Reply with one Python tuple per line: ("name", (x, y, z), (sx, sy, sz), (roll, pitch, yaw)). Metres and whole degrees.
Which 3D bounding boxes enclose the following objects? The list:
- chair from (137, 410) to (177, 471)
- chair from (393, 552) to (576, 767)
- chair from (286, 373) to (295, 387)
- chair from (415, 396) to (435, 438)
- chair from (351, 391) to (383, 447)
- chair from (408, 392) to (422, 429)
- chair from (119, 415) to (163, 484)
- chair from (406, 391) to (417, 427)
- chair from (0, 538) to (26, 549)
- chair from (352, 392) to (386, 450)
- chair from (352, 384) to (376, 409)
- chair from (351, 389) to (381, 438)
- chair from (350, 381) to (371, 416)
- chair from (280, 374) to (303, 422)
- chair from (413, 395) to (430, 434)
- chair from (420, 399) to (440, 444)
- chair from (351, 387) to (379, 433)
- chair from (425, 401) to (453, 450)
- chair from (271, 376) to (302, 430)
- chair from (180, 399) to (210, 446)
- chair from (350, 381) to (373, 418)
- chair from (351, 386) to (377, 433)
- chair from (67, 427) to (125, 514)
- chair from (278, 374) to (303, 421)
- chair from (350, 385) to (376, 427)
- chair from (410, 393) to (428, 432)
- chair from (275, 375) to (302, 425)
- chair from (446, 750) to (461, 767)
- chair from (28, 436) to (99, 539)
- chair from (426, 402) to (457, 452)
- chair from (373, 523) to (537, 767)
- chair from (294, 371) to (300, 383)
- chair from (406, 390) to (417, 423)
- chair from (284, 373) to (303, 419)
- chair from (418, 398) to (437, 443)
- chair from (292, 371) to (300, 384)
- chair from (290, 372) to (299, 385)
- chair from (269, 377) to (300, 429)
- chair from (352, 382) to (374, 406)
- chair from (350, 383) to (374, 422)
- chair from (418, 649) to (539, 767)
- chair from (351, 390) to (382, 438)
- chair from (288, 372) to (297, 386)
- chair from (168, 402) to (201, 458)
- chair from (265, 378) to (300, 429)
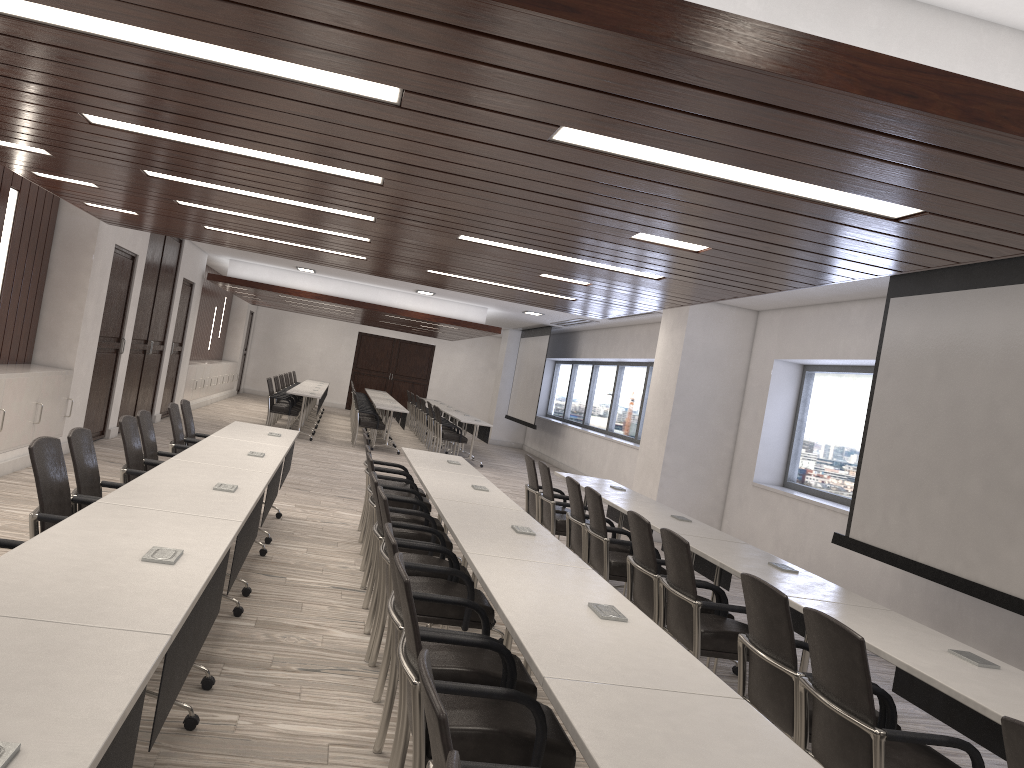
("chair", (-2.276, 0.688, 6.026), (0.638, 0.939, 0.513), (10, 0, -12))
("chair", (-0.136, 1.053, 2.812), (0.638, 0.939, 0.513), (10, 0, -11))
("chair", (-4.964, 0.257, 20.442), (0.638, 0.939, 0.513), (10, 0, -12))
("chair", (-1.952, 0.782, 20.485), (0.638, 0.939, 0.513), (10, 0, -11))
("chair", (-2.671, 0.646, 16.246), (0.638, 0.939, 0.513), (10, 0, -12))
("chair", (-2.339, 0.720, 22.505), (0.638, 0.939, 0.513), (10, 0, -11))
("chair", (-2.166, 0.706, 5.517), (0.638, 0.939, 0.513), (10, 0, -11))
("chair", (-2.524, 0.690, 23.477), (0.638, 0.939, 0.513), (10, 0, -10))
("chair", (-1.718, 0.778, 3.046), (0.638, 0.939, 0.513), (10, 0, -11))
("chair", (-2.561, 0.664, 15.725), (0.638, 0.939, 0.513), (10, 0, -11))
("chair", (-3.499, 0.513, 20.729), (0.638, 0.939, 0.513), (10, 0, -11))
("chair", (-2.934, 0.604, 17.733), (0.638, 0.939, 0.513), (10, 0, -11))
("chair", (-4.067, 0.422, 23.712), (0.638, 0.939, 0.513), (10, 0, -12))
("chair", (-4.688, 0.301, 18.934), (0.638, 0.939, 0.513), (10, 0, -11))
("chair", (-2.042, 0.768, 21.003), (0.638, 0.939, 0.513), (10, 0, -12))
("chair", (-1.683, 0.825, 18.991), (0.638, 0.939, 0.513), (10, 0, -10))
("chair", (-3.127, 0.573, 18.715), (0.638, 0.939, 0.513), (10, 0, -10))
("chair", (-1.485, 0.857, 18.020), (0.638, 0.939, 0.513), (10, 0, -12))
("chair", (-4.313, 0.361, 16.940), (0.638, 0.939, 0.513), (10, 0, -11))
("chair", (-2.554, 0.644, 7.531), (0.638, 0.939, 0.513), (10, 0, -11))
("chair", (-3.956, 0.440, 23.206), (0.638, 0.939, 0.513), (10, 0, -10))
("chair", (-3.226, 0.557, 19.223), (0.638, 0.939, 0.513), (10, 0, -10))
("chair", (-1.985, 0.735, 4.540), (0.638, 0.939, 0.513), (10, 0, -12))
("chair", (-4.599, 0.315, 18.423), (0.638, 0.939, 0.513), (10, 0, -10))
("chair", (-3.412, 0.527, 20.213), (0.638, 0.939, 0.513), (10, 0, -11))
("chair", (-2.243, 0.735, 21.981), (0.638, 0.939, 0.513), (10, 0, -11))
("chair", (-4.410, 0.346, 17.464), (0.638, 0.939, 0.513), (10, 0, -10))
("chair", (0.139, 1.097, 1.331), (0.638, 0.939, 0.513), (10, 0, -11))
("chair", (-1.887, 0.751, 4.018), (0.638, 0.939, 0.513), (10, 0, -10))
("chair", (-1.406, 0.870, 17.504), (0.638, 0.939, 0.513), (10, 0, -10))
("chair", (-0.241, 1.036, 3.321), (0.638, 0.939, 0.513), (10, 0, -11))
("chair", (-5.530, 0.166, 23.429), (0.638, 0.939, 0.513), (10, 0, -10))
("chair", (-2.612, 0.676, 23.991), (0.638, 0.939, 0.513), (10, 0, -11))
("chair", (-4.883, 0.270, 19.923), (0.638, 0.939, 0.513), (10, 0, -10))
("chair", (-1.778, 0.810, 19.506), (0.638, 0.939, 0.513), (10, 0, -10))
("chair", (-5.431, 0.182, 22.915), (0.638, 0.939, 0.513), (10, 0, -11))
("chair", (-5.256, 0.210, 21.936), (0.638, 0.939, 0.513), (10, 0, -10))
("chair", (-4.130, 0.391, 15.954), (0.638, 0.939, 0.513), (10, 0, -11))
("chair", (-3.775, 0.469, 22.222), (0.638, 0.939, 0.513), (10, 0, -10))
("chair", (-3.687, 0.483, 21.711), (0.638, 0.939, 0.513), (10, 0, -11))
("chair", (0.043, 1.082, 1.838), (0.638, 0.939, 0.513), (10, 0, -11))
("chair", (-2.839, 0.619, 17.222), (0.638, 0.939, 0.513), (10, 0, -12))
("chair", (-5.159, 0.226, 21.420), (0.638, 0.939, 0.513), (10, 0, -11))
("chair", (-2.456, 0.659, 7.011), (0.638, 0.939, 0.513), (10, 0, -12))
("chair", (-4.025, 0.408, 15.442), (0.638, 0.939, 0.513), (10, 0, -10))
